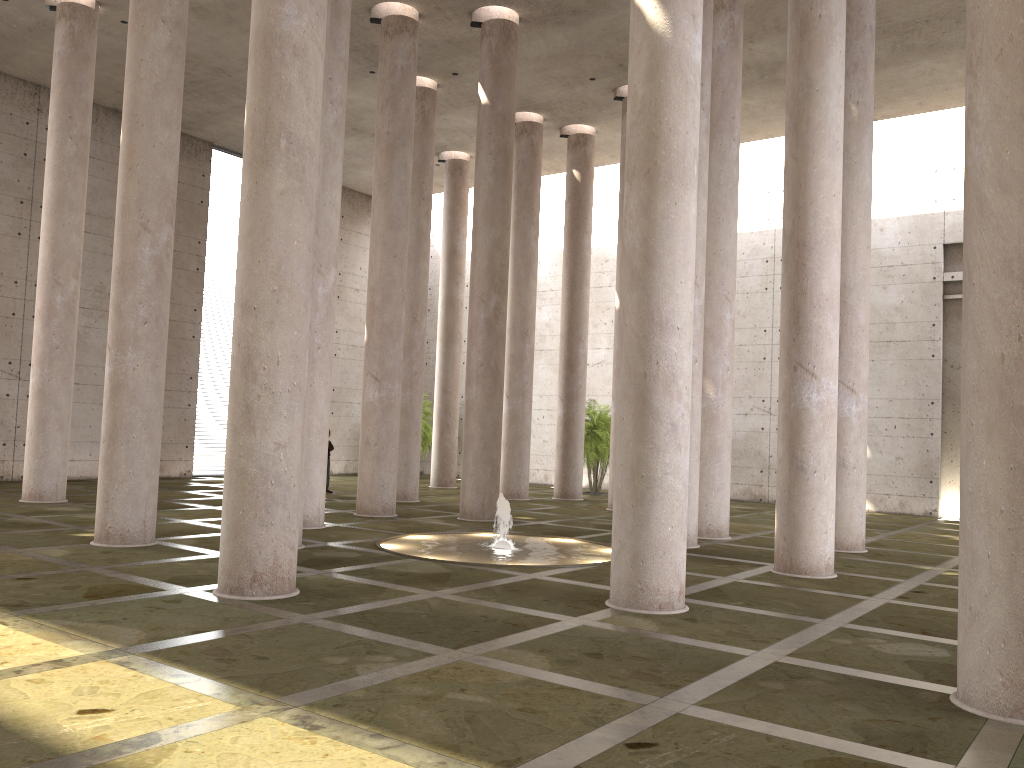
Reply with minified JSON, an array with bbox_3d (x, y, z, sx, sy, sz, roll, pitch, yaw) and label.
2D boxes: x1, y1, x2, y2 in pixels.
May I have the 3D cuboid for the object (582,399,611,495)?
[{"bbox_3d":[2.647,2.006,27.790,2.151,3.126,2.290,1,-3,19],"label":"object"}]

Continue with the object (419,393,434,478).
[{"bbox_3d":[-3.843,1.915,32.574,2.483,3.247,2.333,0,-4,39],"label":"object"}]

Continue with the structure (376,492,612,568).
[{"bbox_3d":[-0.125,2.328,13.833,3.913,1.279,3.916,2,-3,8],"label":"structure"}]

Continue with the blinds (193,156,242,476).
[{"bbox_3d":[-9.273,-2.153,28.453,0.202,10.110,1.676,0,-4,36],"label":"blinds"}]

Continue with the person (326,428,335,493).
[{"bbox_3d":[-5.024,2.003,23.505,0.789,1.752,0.001,1,-3,16],"label":"person"}]
